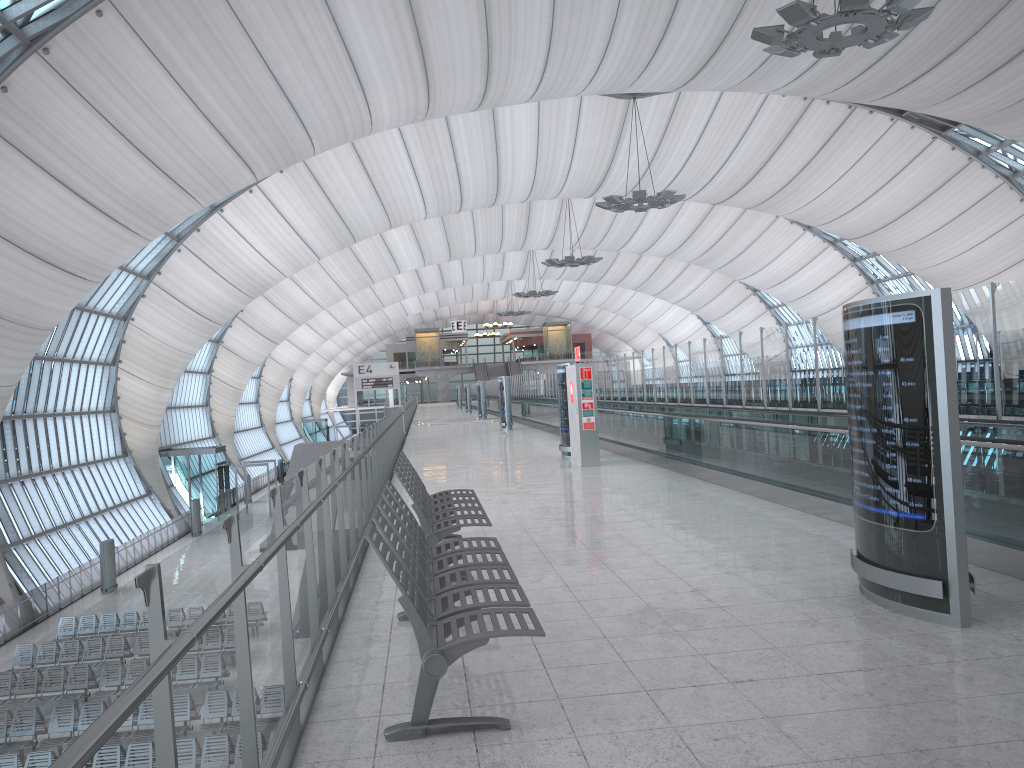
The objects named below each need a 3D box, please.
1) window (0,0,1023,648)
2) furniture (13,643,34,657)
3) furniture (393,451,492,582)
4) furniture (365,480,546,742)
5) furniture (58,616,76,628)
[{"bbox_3d":[2.283,-3.209,76.298,50.537,20.004,167.818,-3,0,-6],"label":"window"},{"bbox_3d":[-10.835,6.767,21.845,2.705,0.913,1.572,-3,0,-6],"label":"furniture"},{"bbox_3d":[-0.627,1.093,7.841,0.713,0.902,2.520,-3,0,-6],"label":"furniture"},{"bbox_3d":[-0.339,1.063,4.832,0.713,0.902,2.520,-3,0,-6],"label":"furniture"},{"bbox_3d":[-11.101,6.793,24.472,2.705,0.913,1.572,-3,0,-6],"label":"furniture"}]
